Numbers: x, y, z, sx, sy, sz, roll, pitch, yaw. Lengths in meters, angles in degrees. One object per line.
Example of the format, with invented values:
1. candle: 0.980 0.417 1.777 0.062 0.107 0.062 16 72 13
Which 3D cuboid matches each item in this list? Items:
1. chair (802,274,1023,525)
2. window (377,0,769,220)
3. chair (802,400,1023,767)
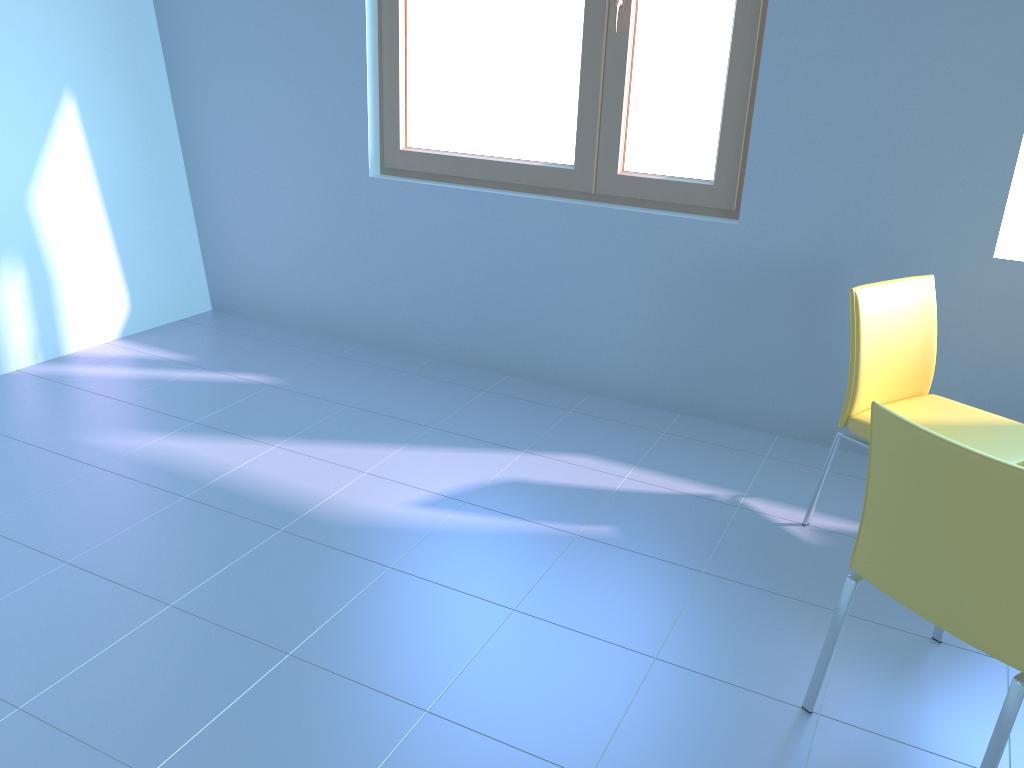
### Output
1. chair: 1.117 0.119 2.330 0.387 0.695 0.484 -11 26 -30
2. window: 0.147 -1.285 3.055 1.475 1.263 0.142 13 24 24
3. chair: 0.901 0.373 1.678 0.484 0.695 0.387 -11 26 -30
